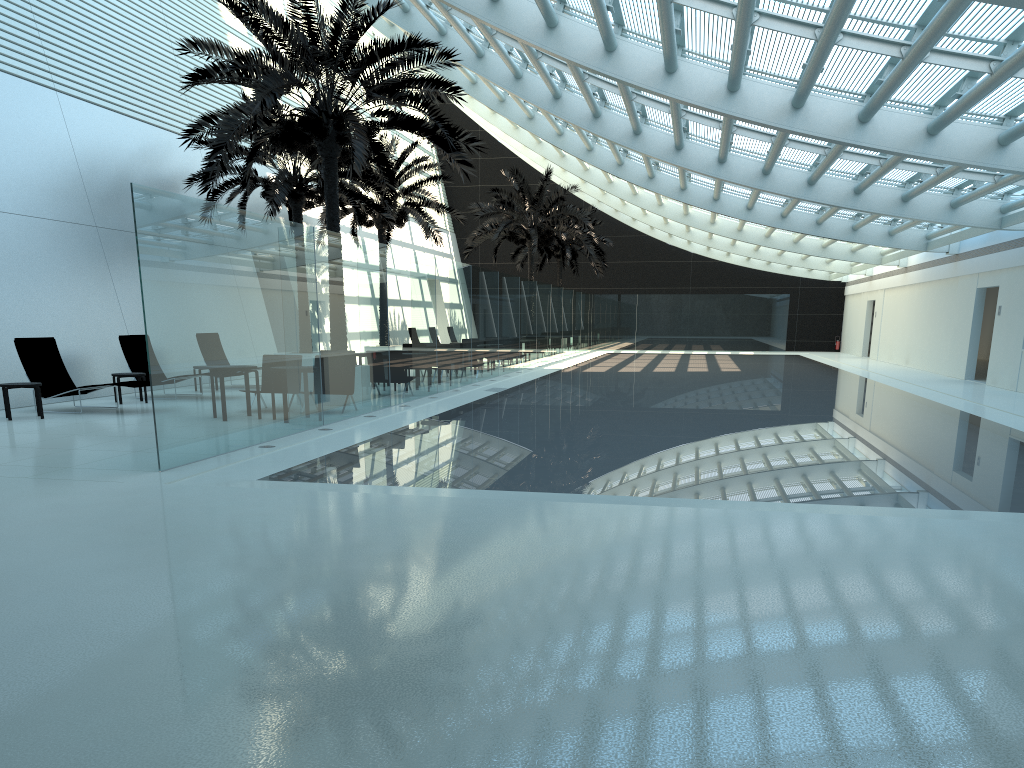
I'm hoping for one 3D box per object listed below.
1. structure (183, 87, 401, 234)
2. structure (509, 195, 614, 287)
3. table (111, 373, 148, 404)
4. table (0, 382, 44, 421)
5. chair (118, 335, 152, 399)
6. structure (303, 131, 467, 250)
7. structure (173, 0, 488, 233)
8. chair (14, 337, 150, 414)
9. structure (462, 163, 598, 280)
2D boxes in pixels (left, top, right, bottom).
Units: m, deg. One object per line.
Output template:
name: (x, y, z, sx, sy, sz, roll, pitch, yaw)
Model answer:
structure: (-5.095, -3.544, 20.852, 4.638, 7.057, 4.137, -2, 12, -10)
structure: (2.405, -5.091, 40.813, 4.454, 7.248, 4.651, -2, 11, -10)
table: (-6.777, 0.075, 15.466, 0.548, 0.534, 0.542, -6, 11, -35)
table: (-7.300, 0.255, 13.010, 0.548, 0.534, 0.542, -6, 11, -35)
chair: (-6.165, -0.328, 16.422, 2.033, 1.196, 0.893, 2, 11, 11)
structure: (-4.076, -3.999, 26.616, 4.560, 7.120, 4.210, -11, 16, -44)
structure: (-3.163, -3.181, 14.752, 4.777, 7.249, 4.336, 7, 13, 29)
chair: (-6.688, -0.148, 13.965, 2.033, 1.196, 0.893, 2, 11, 11)
structure: (0.724, -4.521, 33.039, 4.821, 7.250, 4.294, 1, 11, 5)
